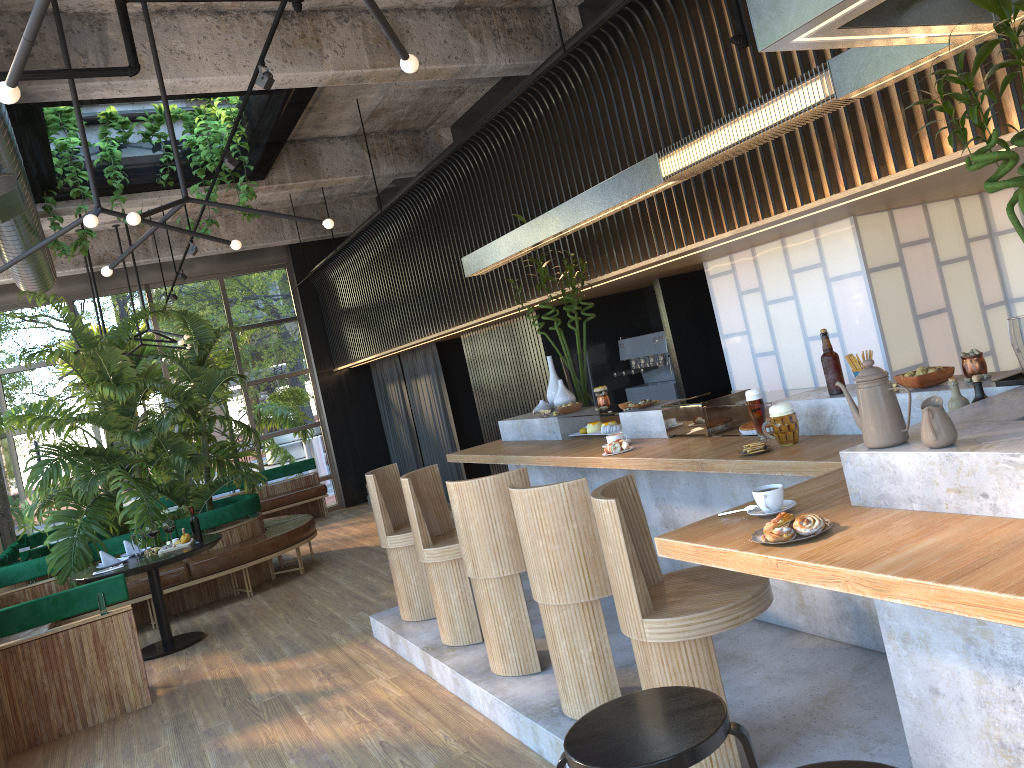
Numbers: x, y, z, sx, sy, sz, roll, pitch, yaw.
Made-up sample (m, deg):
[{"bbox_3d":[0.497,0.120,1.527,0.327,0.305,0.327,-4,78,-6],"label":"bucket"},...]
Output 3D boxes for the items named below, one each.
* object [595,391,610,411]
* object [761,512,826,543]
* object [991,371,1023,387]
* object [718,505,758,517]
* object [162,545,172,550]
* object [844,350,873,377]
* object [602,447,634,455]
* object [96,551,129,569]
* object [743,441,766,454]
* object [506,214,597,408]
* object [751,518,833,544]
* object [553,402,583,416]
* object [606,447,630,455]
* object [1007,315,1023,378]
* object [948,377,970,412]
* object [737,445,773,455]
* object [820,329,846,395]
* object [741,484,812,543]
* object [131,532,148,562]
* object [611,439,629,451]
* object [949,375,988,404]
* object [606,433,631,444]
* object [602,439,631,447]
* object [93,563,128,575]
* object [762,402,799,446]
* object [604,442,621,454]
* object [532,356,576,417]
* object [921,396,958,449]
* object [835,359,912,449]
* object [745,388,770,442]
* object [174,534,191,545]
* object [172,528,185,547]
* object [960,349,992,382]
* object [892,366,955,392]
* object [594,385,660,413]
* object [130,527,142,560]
[{"bbox_3d":[0.559,0.107,5.576,0.087,0.106,0.159,-13,1,21],"label":"object"},{"bbox_3d":[0.717,0.358,2.264,0.158,0.052,0.158,-12,2,18],"label":"object"},{"bbox_3d":[1.792,-0.042,2.819,0.285,0.019,0.417,-14,2,-26],"label":"object"},{"bbox_3d":[0.661,0.372,2.602,0.128,0.027,0.031,-12,1,41],"label":"object"},{"bbox_3d":[-2.772,1.310,7.175,0.106,0.013,0.212,-14,2,-21],"label":"object"},{"bbox_3d":[1.399,-0.049,3.541,0.107,0.161,0.104,-13,-1,8],"label":"object"},{"bbox_3d":[0.548,0.348,4.581,0.172,0.005,0.162,-13,2,-14],"label":"object"},{"bbox_3d":[-3.160,1.365,7.005,0.246,0.139,0.220,-14,1,-42],"label":"object"},{"bbox_3d":[0.990,0.258,3.615,0.096,0.041,0.143,-13,2,8],"label":"object"},{"bbox_3d":[0.355,-0.451,6.191,0.660,1.549,0.596,-13,-1,12],"label":"object"},{"bbox_3d":[0.714,0.379,2.267,0.203,0.013,0.209,-13,2,10],"label":"object"},{"bbox_3d":[0.363,0.160,5.868,0.197,0.073,0.222,-13,1,-6],"label":"object"},{"bbox_3d":[0.548,0.345,4.577,0.120,0.005,0.123,-13,2,13],"label":"object"},{"bbox_3d":[1.693,-0.119,2.904,0.102,0.209,0.109,-13,-1,19],"label":"object"},{"bbox_3d":[1.488,0.079,2.952,0.067,0.210,0.073,-13,-1,31],"label":"object"},{"bbox_3d":[0.991,0.273,3.612,0.142,0.013,0.158,-12,2,35],"label":"object"},{"bbox_3d":[1.324,-0.095,3.690,0.074,0.276,0.076,-13,-1,10],"label":"object"},{"bbox_3d":[0.692,0.349,2.406,0.179,0.073,0.422,-13,2,11],"label":"object"},{"bbox_3d":[-2.879,1.264,6.872,0.104,0.209,0.107,-13,-1,9],"label":"object"},{"bbox_3d":[0.553,0.316,4.593,0.125,0.060,0.073,-12,1,32],"label":"object"},{"bbox_3d":[1.508,0.074,2.885,0.070,0.215,0.163,-13,0,1],"label":"object"},{"bbox_3d":[0.580,0.297,4.809,0.105,0.064,0.139,-12,1,43],"label":"object"},{"bbox_3d":[0.567,0.329,4.799,0.168,0.020,0.153,-14,2,-29],"label":"object"},{"bbox_3d":[-3.056,1.405,6.774,0.267,0.019,0.150,-14,2,-27],"label":"object"},{"bbox_3d":[1.108,0.164,3.639,0.116,0.171,0.130,-13,0,-32],"label":"object"},{"bbox_3d":[0.512,0.327,4.554,0.064,0.059,0.070,-13,0,-36],"label":"object"},{"bbox_3d":[0.292,0.004,6.114,0.308,0.397,0.328,-13,0,23],"label":"object"},{"bbox_3d":[1.045,0.097,2.198,0.103,0.119,0.084,-13,0,-18],"label":"object"},{"bbox_3d":[0.972,0.049,2.383,0.205,0.234,0.124,-13,-1,31],"label":"object"},{"bbox_3d":[1.069,0.135,3.860,0.074,0.232,0.075,-13,-1,7],"label":"object"},{"bbox_3d":[-2.684,1.262,7.226,0.161,0.064,0.100,-12,1,34],"label":"object"},{"bbox_3d":[-2.680,1.233,7.134,0.147,0.124,0.095,-13,0,-45],"label":"object"},{"bbox_3d":[1.650,-0.067,3.171,0.087,0.106,0.159,-13,1,21],"label":"object"},{"bbox_3d":[1.517,-0.025,3.322,0.197,0.073,0.222,-13,1,-6],"label":"object"},{"bbox_3d":[0.625,0.085,5.337,0.219,0.134,0.773,-13,2,-18],"label":"object"},{"bbox_3d":[-2.957,1.258,7.015,0.098,0.245,0.087,-12,-1,-43],"label":"object"}]
